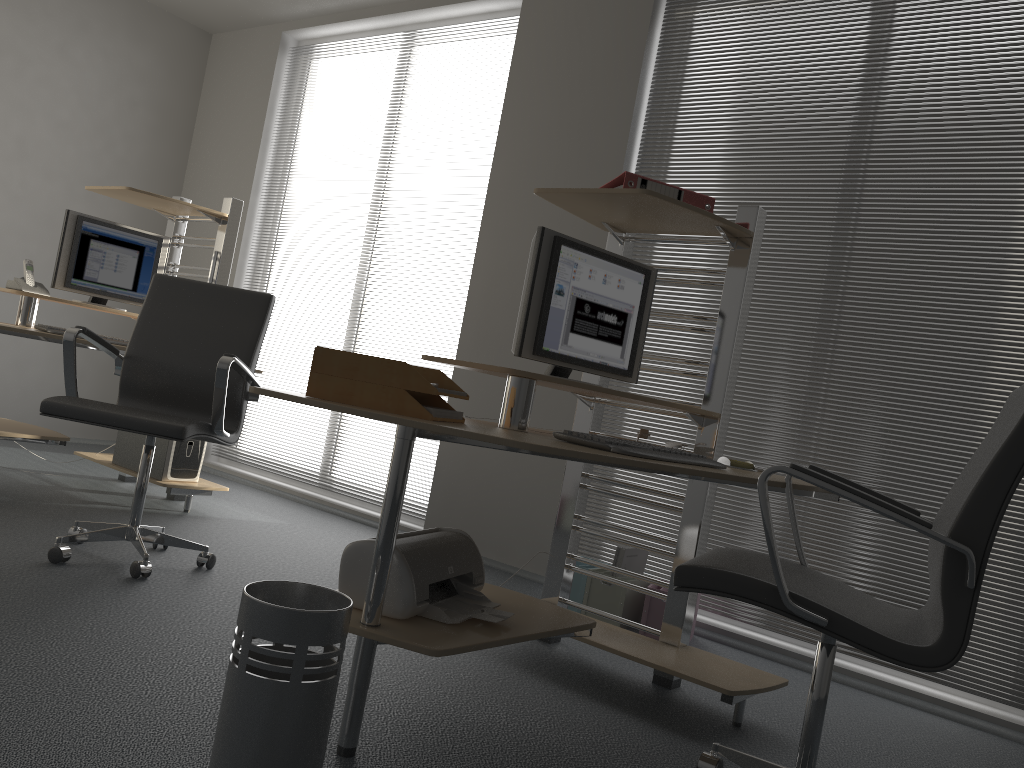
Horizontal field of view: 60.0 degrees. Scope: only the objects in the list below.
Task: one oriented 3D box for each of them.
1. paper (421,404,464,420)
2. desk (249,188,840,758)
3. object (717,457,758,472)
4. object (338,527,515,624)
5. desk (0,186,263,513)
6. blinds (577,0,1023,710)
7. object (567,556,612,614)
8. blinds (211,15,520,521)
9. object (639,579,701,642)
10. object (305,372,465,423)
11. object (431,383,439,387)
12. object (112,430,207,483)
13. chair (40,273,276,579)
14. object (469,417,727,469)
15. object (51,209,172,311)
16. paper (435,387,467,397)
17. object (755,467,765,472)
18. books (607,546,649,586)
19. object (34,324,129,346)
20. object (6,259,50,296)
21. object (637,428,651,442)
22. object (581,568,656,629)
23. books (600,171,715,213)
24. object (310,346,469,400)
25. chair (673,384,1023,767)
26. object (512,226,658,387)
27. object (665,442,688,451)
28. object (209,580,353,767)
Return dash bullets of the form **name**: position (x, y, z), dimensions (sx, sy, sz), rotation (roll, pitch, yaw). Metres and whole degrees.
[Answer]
- **paper**: position (-0.286, 0.044, 2.065), dimensions (0.297, 0.019, 0.210), rotation (10, -1, 16)
- **desk**: position (0.208, 0.109, 2.324), dimensions (0.967, 1.566, 1.469), rotation (10, -1, 37)
- **object**: position (0.676, 0.239, 2.671), dimensions (0.132, 0.026, 0.132), rotation (10, -1, 37)
- **object**: position (-0.161, 0.463, 2.156), dimensions (0.351, 0.162, 0.438), rotation (10, -1, 21)
- **desk**: position (-2.001, -0.270, 3.993), dimensions (0.967, 1.566, 1.469), rotation (10, -1, 37)
- **blinds**: position (1.266, -0.373, 3.621), dimensions (1.950, 2.770, 0.022), rotation (10, -1, 37)
- **object**: position (0.291, 0.855, 3.756), dimensions (0.185, 0.202, 0.245), rotation (10, -1, 37)
- **blinds**: position (-0.949, -0.753, 5.293), dimensions (1.950, 2.749, 0.037), rotation (10, -1, 37)
- **object**: position (0.632, 0.914, 3.532), dimensions (0.185, 0.202, 0.245), rotation (10, -1, 19)
- **object**: position (-0.285, 0.032, 2.066), dimensions (0.309, 0.060, 0.225), rotation (10, -1, 16)
- **object**: position (-0.178, 0.002, 2.038), dimensions (0.008, 0.009, 0.159), rotation (11, -1, 0)
- **object**: position (-1.712, 0.231, 4.361), dimensions (0.471, 0.422, 0.199), rotation (10, -1, 37)
- **chair**: position (-1.277, 0.112, 3.189), dimensions (0.584, 1.048, 0.652), rotation (11, -1, 2)
- **object**: position (0.134, 0.159, 2.435), dimensions (0.814, 0.082, 0.478), rotation (9, -2, 44)
- **object**: position (-1.990, -0.583, 4.388), dimensions (0.516, 0.418, 0.245), rotation (11, -1, -38)
- **paper**: position (-0.277, -0.007, 2.066), dimensions (0.297, 0.010, 0.210), rotation (10, -1, 16)
- **object**: position (0.721, 0.257, 2.739), dimensions (0.158, 0.011, 0.011), rotation (10, -1, 34)
- **books**: position (0.462, 0.812, 3.637), dimensions (0.068, 0.306, 0.220), rotation (10, -1, 37)
- **object**: position (-2.040, -0.212, 4.125), dimensions (0.814, 0.082, 0.478), rotation (9, -2, 44)
- **object**: position (-2.212, -0.495, 4.074), dimensions (0.119, 0.151, 0.150), rotation (10, -1, 23)
- **object**: position (0.411, 0.173, 2.759), dimensions (0.054, 0.064, 0.159), rotation (10, -1, 4)
- **object**: position (0.438, 0.880, 3.645), dimensions (0.185, 0.202, 0.245), rotation (10, -1, 37)
- **books**: position (0.436, -0.581, 2.828), dimensions (0.320, 0.072, 0.262), rotation (11, -1, -21)
- **object**: position (-0.274, -0.024, 2.067), dimensions (0.309, 0.060, 0.225), rotation (10, -1, 16)
- **chair**: position (0.721, 0.460, 1.931), dimensions (0.652, 1.048, 0.584), rotation (10, -1, 23)
- **object**: position (0.203, -0.207, 2.734), dimensions (0.516, 0.418, 0.245), rotation (11, -1, -31)
- **object**: position (0.512, 0.203, 2.773), dimensions (0.022, 0.042, 0.134), rotation (11, -1, -11)
- **object**: position (-0.440, 0.588, 1.688), dimensions (0.208, 0.377, 0.208), rotation (11, -1, -10)
